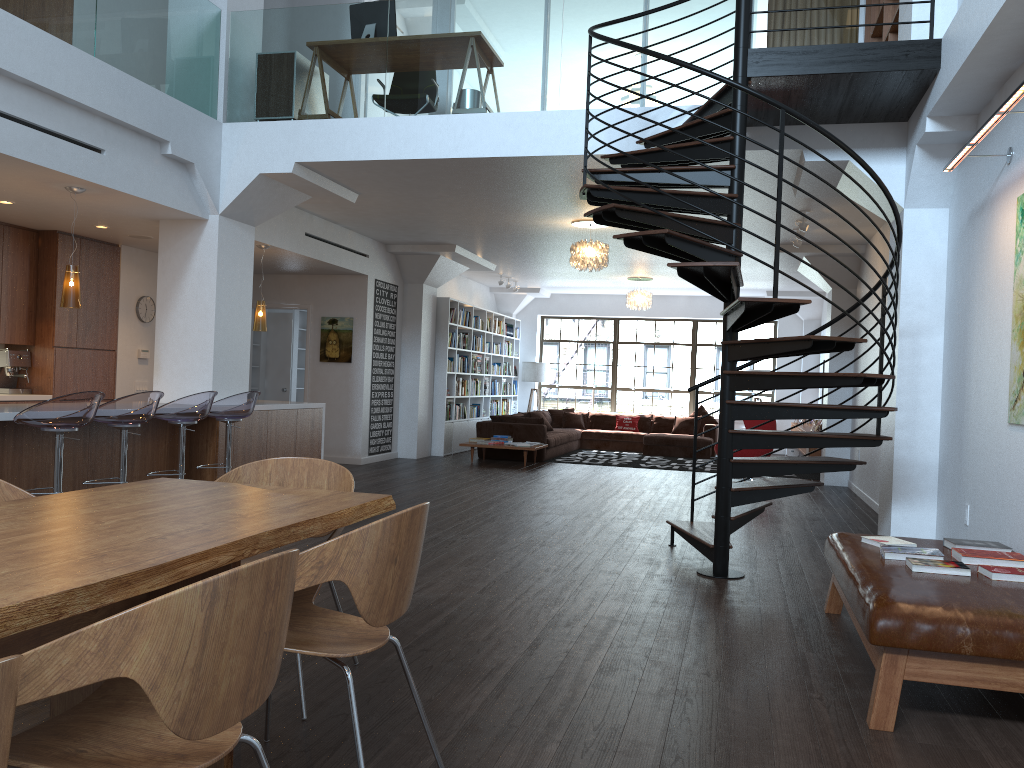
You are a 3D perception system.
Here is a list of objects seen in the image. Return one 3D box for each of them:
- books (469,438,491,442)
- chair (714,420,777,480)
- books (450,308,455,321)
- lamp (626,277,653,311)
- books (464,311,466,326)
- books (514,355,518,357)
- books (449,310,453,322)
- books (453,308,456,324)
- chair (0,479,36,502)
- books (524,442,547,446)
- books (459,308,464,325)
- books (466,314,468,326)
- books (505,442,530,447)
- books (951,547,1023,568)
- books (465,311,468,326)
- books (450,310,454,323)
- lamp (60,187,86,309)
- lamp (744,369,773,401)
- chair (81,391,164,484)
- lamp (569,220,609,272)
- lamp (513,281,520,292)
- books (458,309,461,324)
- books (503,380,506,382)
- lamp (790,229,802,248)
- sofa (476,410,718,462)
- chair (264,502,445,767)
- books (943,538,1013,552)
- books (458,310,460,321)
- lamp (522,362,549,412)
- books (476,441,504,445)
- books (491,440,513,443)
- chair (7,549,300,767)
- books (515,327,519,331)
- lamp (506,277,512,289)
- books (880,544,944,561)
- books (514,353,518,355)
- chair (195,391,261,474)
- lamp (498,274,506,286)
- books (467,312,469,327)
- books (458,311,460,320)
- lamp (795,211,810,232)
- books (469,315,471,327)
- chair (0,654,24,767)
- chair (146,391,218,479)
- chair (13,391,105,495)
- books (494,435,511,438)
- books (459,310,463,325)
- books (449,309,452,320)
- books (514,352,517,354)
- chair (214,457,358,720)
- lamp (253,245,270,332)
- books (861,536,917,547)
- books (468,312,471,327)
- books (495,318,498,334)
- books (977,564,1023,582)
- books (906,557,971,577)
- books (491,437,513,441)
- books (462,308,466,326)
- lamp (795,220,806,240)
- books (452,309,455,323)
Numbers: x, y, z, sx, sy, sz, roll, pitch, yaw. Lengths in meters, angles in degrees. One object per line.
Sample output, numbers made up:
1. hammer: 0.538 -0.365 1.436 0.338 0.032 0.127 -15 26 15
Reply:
1. books: -0.466 0.828 13.112 0.241 0.045 0.334 2 0 16
2. chair: 3.155 0.768 11.959 0.801 1.006 0.798 2 0 40
3. books: -0.979 -1.061 13.787 0.159 0.248 0.089 2 0 14
4. lamp: 2.137 -1.502 14.873 0.442 0.539 0.441 2 0 -33
5. books: -0.831 -1.054 14.328 0.159 0.248 0.089 2 0 14
6. books: -0.045 -0.557 17.601 0.284 0.035 0.197 2 0 44
7. books: -1.015 -1.041 13.662 0.167 0.210 0.162 2 0 14
8. books: -0.967 -1.062 13.829 0.170 0.251 0.118 2 0 14
9. chair: -1.690 0.686 2.781 0.618 0.833 0.629 2 0 13
10. books: 0.310 0.864 12.904 0.256 0.035 0.350 2 0 40
11. books: -0.873 -1.077 14.201 0.176 0.293 0.125 2 0 14
12. books: -0.818 -1.058 14.407 0.182 0.255 0.077 2 0 14
13. books: 0.074 0.855 12.609 0.231 0.040 0.342 2 0 -36
14. books: 2.145 0.781 3.973 0.283 0.043 0.197 2 0 14
15. books: -0.820 -1.056 14.359 0.182 0.253 0.098 2 0 14
16. books: -0.990 -1.046 13.723 0.161 0.218 0.101 2 0 14
17. lamp: -2.210 -1.436 7.490 2.842 1.807 0.149 2 0 -36
18. lamp: 4.594 0.524 16.611 0.545 1.579 0.545 2 0 25
19. chair: -2.688 0.543 6.125 0.481 1.014 0.530 2 0 12
20. lamp: 0.874 -1.538 9.972 0.442 0.539 0.441 2 0 -33
21. lamp: 0.073 -1.759 16.021 0.120 0.211 0.111 2 0 -11
22. books: -0.906 -1.058 14.064 0.170 0.251 0.118 2 0 14
23. books: -0.249 -0.059 16.810 0.223 0.031 0.161 2 0 14
24. lamp: 3.171 -1.618 9.856 0.120 0.211 0.111 2 0 -41
25. sofa: 1.639 0.869 14.962 3.481 0.664 4.197 2 0 14
26. chair: -0.546 0.732 2.479 0.617 0.830 0.629 2 0 14
27. books: 2.243 0.786 4.278 0.254 0.044 0.183 2 0 9
28. books: -0.919 -1.056 14.022 0.159 0.248 0.089 2 0 14
29. lamp: 0.447 0.355 17.789 0.545 1.579 0.545 2 0 3
30. books: -0.313 0.840 12.719 0.236 0.035 0.340 2 0 39
31. books: -0.144 0.845 13.091 0.312 0.037 0.216 2 0 4
32. chair: -0.743 0.727 1.737 0.618 0.833 0.629 2 0 16
33. books: 0.058 -1.022 17.769 0.140 0.231 0.042 2 0 14
34. lamp: -0.057 -1.763 15.519 0.120 0.211 0.111 2 0 -26
35. books: 1.809 0.770 4.018 0.247 0.040 0.185 2 0 18
36. books: -0.043 -0.591 17.601 0.284 0.033 0.197 2 0 29
37. chair: -2.355 0.553 7.348 0.481 1.014 0.530 2 0 17
38. lamp: -0.184 -1.767 15.029 0.120 0.211 0.111 2 0 -41
39. books: -0.802 -1.051 14.444 0.174 0.243 0.085 2 0 14
40. books: -0.919 -1.043 13.991 0.161 0.222 0.084 2 0 14
41. lamp: 2.914 -1.625 8.864 0.120 0.211 0.111 2 0 -11
42. books: -0.769 -1.046 14.613 0.167 0.233 0.077 2 0 14
43. chair: -0.915 0.722 0.992 0.618 0.833 0.629 2 0 14
44. chair: -2.513 0.549 6.737 0.481 1.014 0.530 2 0 12
45. chair: -2.819 0.540 5.505 0.481 1.014 0.530 2 0 17
46. books: -0.141 0.778 13.092 0.224 0.027 0.157 2 0 19
47. books: -0.890 -1.053 14.115 0.174 0.242 0.105 2 0 14
48. books: -1.029 -1.045 13.572 0.182 0.215 0.188 2 0 14
49. books: -0.041 -0.624 17.596 0.174 0.032 0.254 2 0 -41
50. chair: -0.919 0.715 3.357 0.629 0.833 0.618 2 0 9
51. lamp: -2.635 -1.005 9.332 0.149 0.900 0.149 2 0 -31
52. books: 1.840 0.776 4.340 0.161 0.031 0.223 2 0 -8
53. books: -0.778 -1.056 14.544 0.182 0.255 0.077 2 0 14
54. books: -0.356 -1.063 16.223 0.176 0.290 0.053 2 0 14
55. books: 2.065 0.784 3.652 0.224 0.036 0.161 2 0 9
56. books: 1.798 0.772 3.747 0.224 0.032 0.161 2 0 14
57. books: -0.146 0.809 13.095 0.279 0.035 0.191 2 0 24
58. books: -0.861 -1.076 14.263 0.197 0.290 0.136 2 0 14
59. lamp: 3.044 -1.621 9.366 0.120 0.211 0.111 2 0 -26
60. books: -0.980 -1.048 13.755 0.161 0.222 0.084 2 0 14
